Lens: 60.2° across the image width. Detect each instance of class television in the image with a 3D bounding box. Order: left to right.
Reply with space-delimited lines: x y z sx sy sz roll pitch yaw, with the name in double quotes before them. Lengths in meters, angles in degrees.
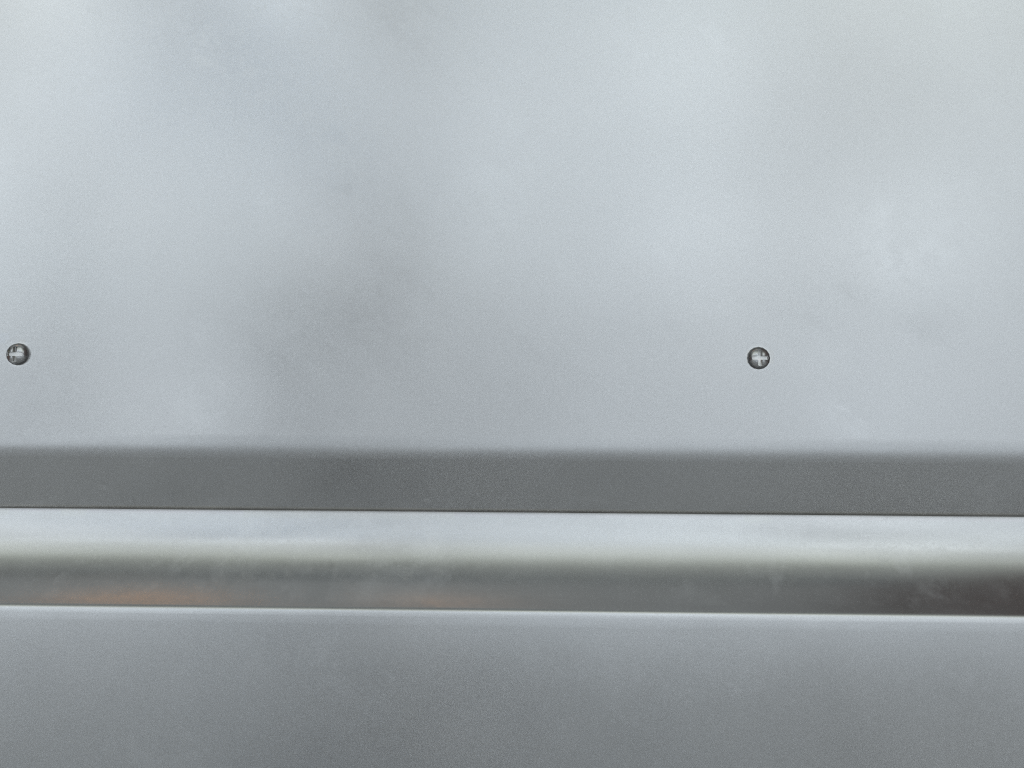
"television" 0.108 -0.153 0.371 1.230 0.792 0.295 0 -5 1
